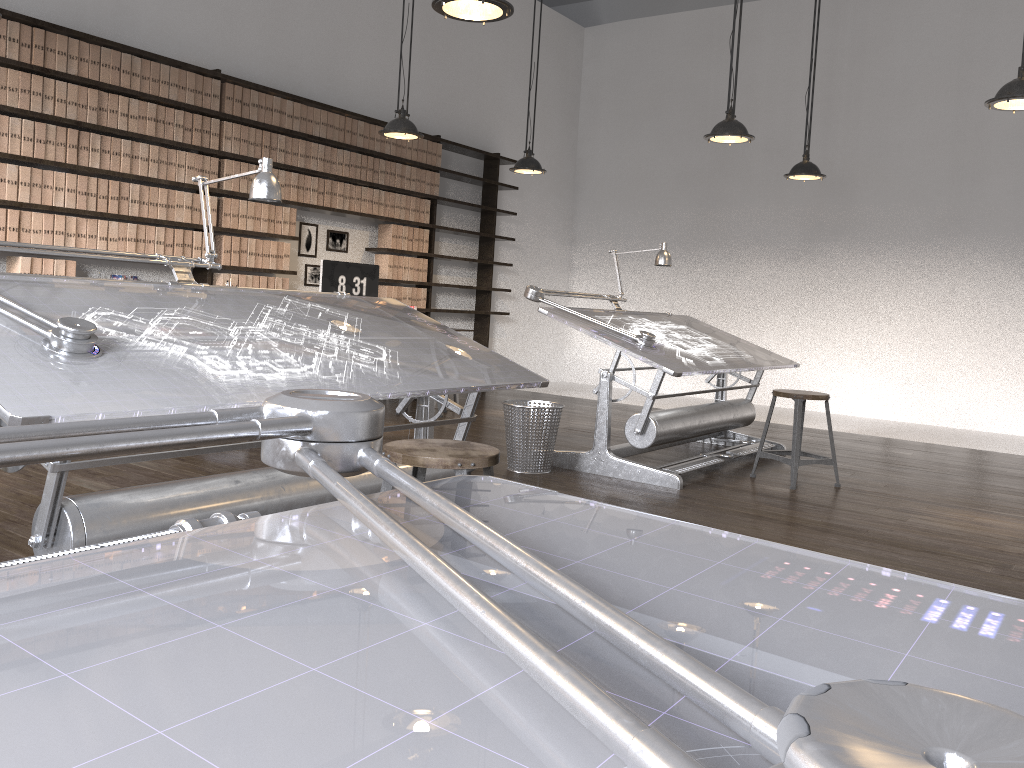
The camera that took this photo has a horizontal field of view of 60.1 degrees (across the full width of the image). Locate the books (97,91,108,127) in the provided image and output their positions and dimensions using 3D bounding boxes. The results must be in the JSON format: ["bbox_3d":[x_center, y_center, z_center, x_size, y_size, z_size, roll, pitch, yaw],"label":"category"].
[{"bbox_3d":[-2.686,-1.765,5.710,0.175,0.225,0.067,6,3,35],"label":"books"}]

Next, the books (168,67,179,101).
[{"bbox_3d":[-2.381,-2.060,6.105,0.175,0.225,0.067,6,3,35],"label":"books"}]

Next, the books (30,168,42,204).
[{"bbox_3d":[-2.946,-1.199,5.404,0.175,0.225,0.067,6,3,35],"label":"books"}]

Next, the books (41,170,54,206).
[{"bbox_3d":[-2.908,-1.202,5.462,0.175,0.225,0.067,6,3,35],"label":"books"}]

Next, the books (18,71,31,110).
[{"bbox_3d":[-2.961,-1.745,5.303,0.175,0.225,0.067,6,3,35],"label":"books"}]

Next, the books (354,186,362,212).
[{"bbox_3d":[-1.381,-1.587,7.609,0.175,0.225,0.067,6,3,35],"label":"books"}]

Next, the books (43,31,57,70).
[{"bbox_3d":[-2.866,-2.027,5.416,0.175,0.225,0.067,6,3,35],"label":"books"}]

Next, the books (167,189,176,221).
[{"bbox_3d":[-2.419,-1.235,6.158,0.175,0.225,0.067,6,3,35],"label":"books"}]

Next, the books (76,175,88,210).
[{"bbox_3d":[-2.779,-1.210,5.634,0.175,0.225,0.067,6,3,35],"label":"books"}]

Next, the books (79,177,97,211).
[{"bbox_3d":[-2.746,-1.213,5.688,0.175,0.225,0.067,6,3,35],"label":"books"}]

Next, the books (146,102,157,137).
[{"bbox_3d":[-2.484,-1.777,5.986,0.175,0.225,0.067,6,3,35],"label":"books"}]

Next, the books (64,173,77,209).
[{"bbox_3d":[-2.820,-1.207,5.575,0.175,0.225,0.067,6,3,35],"label":"books"}]

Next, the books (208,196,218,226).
[{"bbox_3d":[-2.224,-1.248,6.429,0.175,0.225,0.067,6,3,35],"label":"books"}]

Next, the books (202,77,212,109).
[{"bbox_3d":[-2.229,-2.070,6.326,0.175,0.225,0.067,6,3,35],"label":"books"}]

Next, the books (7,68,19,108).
[{"bbox_3d":[-3.001,-1.743,5.254,0.175,0.225,0.067,6,3,35],"label":"books"}]

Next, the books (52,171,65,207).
[{"bbox_3d":[-2.865,-1.204,5.517,0.175,0.225,0.067,6,3,35],"label":"books"}]

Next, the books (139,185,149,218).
[{"bbox_3d":[-2.538,-1.227,5.990,0.175,0.225,0.067,6,3,35],"label":"books"}]

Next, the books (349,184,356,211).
[{"bbox_3d":[-1.423,-1.584,7.552,0.175,0.225,0.067,6,3,35],"label":"books"}]

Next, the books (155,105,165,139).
[{"bbox_3d":[-2.451,-1.780,6.045,0.175,0.225,0.067,6,3,35],"label":"books"}]

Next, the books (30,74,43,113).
[{"bbox_3d":[-2.920,-1.747,5.362,0.175,0.225,0.067,6,3,35],"label":"books"}]

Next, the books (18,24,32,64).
[{"bbox_3d":[-2.951,-2.021,5.294,0.175,0.225,0.067,6,3,35],"label":"books"}]

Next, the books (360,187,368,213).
[{"bbox_3d":[-1.338,-1.590,7.669,0.175,0.225,0.067,6,3,35],"label":"books"}]

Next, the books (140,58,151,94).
[{"bbox_3d":[-2.505,-2.052,5.933,0.175,0.225,0.067,6,3,35],"label":"books"}]

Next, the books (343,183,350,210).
[{"bbox_3d":[-1.460,-1.581,7.493,0.175,0.225,0.067,6,3,35],"label":"books"}]

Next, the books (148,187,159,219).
[{"bbox_3d":[-2.497,-1.230,6.048,0.175,0.225,0.067,6,3,35],"label":"books"}]

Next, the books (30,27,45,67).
[{"bbox_3d":[-2.904,-2.024,5.352,0.175,0.225,0.067,6,3,35],"label":"books"}]

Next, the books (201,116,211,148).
[{"bbox_3d":[-2.244,-1.795,6.342,0.175,0.225,0.067,6,3,35],"label":"books"}]

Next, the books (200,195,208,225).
[{"bbox_3d":[-2.267,-1.246,6.380,0.175,0.225,0.067,6,3,35],"label":"books"}]

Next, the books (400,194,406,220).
[{"bbox_3d":[-1.056,-1.609,8.071,0.175,0.225,0.067,6,3,35],"label":"books"}]

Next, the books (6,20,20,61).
[{"bbox_3d":[-2.988,-2.018,5.233,0.175,0.225,0.067,6,3,35],"label":"books"}]

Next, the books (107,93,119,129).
[{"bbox_3d":[-2.644,-1.767,5.766,0.175,0.225,0.067,6,3,35],"label":"books"}]

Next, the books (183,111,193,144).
[{"bbox_3d":[-2.329,-1.789,6.220,0.175,0.225,0.067,6,3,35],"label":"books"}]

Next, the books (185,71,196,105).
[{"bbox_3d":[-2.304,-2.064,6.209,0.175,0.225,0.067,6,3,35],"label":"books"}]

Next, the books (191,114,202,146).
[{"bbox_3d":[-2.282,-1.791,6.278,0.175,0.225,0.067,6,3,35],"label":"books"}]

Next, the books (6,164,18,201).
[{"bbox_3d":[-3.026,-1.193,5.286,0.175,0.225,0.067,6,3,35],"label":"books"}]

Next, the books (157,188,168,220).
[{"bbox_3d":[-2.454,-1.232,6.100,0.175,0.225,0.067,6,3,35],"label":"books"}]

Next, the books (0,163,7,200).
[{"bbox_3d":[-3.064,-1.191,5.235,0.175,0.225,0.067,6,3,35],"label":"books"}]

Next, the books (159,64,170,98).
[{"bbox_3d":[-2.421,-2.057,6.044,0.175,0.225,0.067,6,3,35],"label":"books"}]

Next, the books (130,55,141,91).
[{"bbox_3d":[-2.542,-2.049,5.874,0.175,0.225,0.067,6,3,35],"label":"books"}]

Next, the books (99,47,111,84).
[{"bbox_3d":[-2.662,-2.041,5.704,0.175,0.225,0.067,6,3,35],"label":"books"}]

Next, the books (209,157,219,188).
[{"bbox_3d":[-2.212,-1.524,6.419,0.175,0.225,0.067,6,3,35],"label":"books"}]

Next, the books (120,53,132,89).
[{"bbox_3d":[-2.581,-2.045,5.812,0.175,0.225,0.067,6,3,35],"label":"books"}]

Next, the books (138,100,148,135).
[{"bbox_3d":[-2.526,-1.775,5.934,0.175,0.225,0.067,6,3,35],"label":"books"}]

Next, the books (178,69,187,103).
[{"bbox_3d":[-2.346,-2.062,6.157,0.175,0.225,0.067,6,3,35],"label":"books"}]

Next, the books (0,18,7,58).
[{"bbox_3d":[-3.032,-2.015,5.177,0.175,0.225,0.067,6,3,35],"label":"books"}]

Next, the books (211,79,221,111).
[{"bbox_3d":[-2.186,-2.073,6.382,0.175,0.225,0.067,6,3,35],"label":"books"}]

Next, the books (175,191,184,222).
[{"bbox_3d":[-2.382,-1.237,6.208,0.175,0.225,0.067,6,3,35],"label":"books"}]

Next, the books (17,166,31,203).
[{"bbox_3d":[-2.983,-1.196,5.344,0.175,0.225,0.067,6,3,35],"label":"books"}]

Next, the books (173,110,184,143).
[{"bbox_3d":[-2.366,-1.786,6.159,0.175,0.225,0.067,6,3,35],"label":"books"}]

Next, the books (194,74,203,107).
[{"bbox_3d":[-2.270,-2.068,6.268,0.175,0.225,0.067,6,3,35],"label":"books"}]

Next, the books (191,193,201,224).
[{"bbox_3d":[-2.305,-1.243,6.322,0.175,0.225,0.067,6,3,35],"label":"books"}]

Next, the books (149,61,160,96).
[{"bbox_3d":[-2.464,-2.054,5.989,0.175,0.225,0.067,6,3,35],"label":"books"}]

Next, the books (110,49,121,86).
[{"bbox_3d":[-2.622,-2.042,5.753,0.175,0.225,0.067,6,3,35],"label":"books"}]

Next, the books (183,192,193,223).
[{"bbox_3d":[-2.342,-1.240,6.262,0.175,0.225,0.067,6,3,35],"label":"books"}]

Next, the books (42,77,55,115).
[{"bbox_3d":[-2.881,-1.751,5.424,0.175,0.225,0.067,6,3,35],"label":"books"}]

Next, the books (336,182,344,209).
[{"bbox_3d":[-1.498,-1.578,7.432,0.175,0.225,0.067,6,3,35],"label":"books"}]

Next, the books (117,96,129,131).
[{"bbox_3d":[-2.601,-1.770,5.821,0.175,0.225,0.067,6,3,35],"label":"books"}]

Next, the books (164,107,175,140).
[{"bbox_3d":[-2.410,-1.783,6.103,0.175,0.225,0.067,6,3,35],"label":"books"}]
